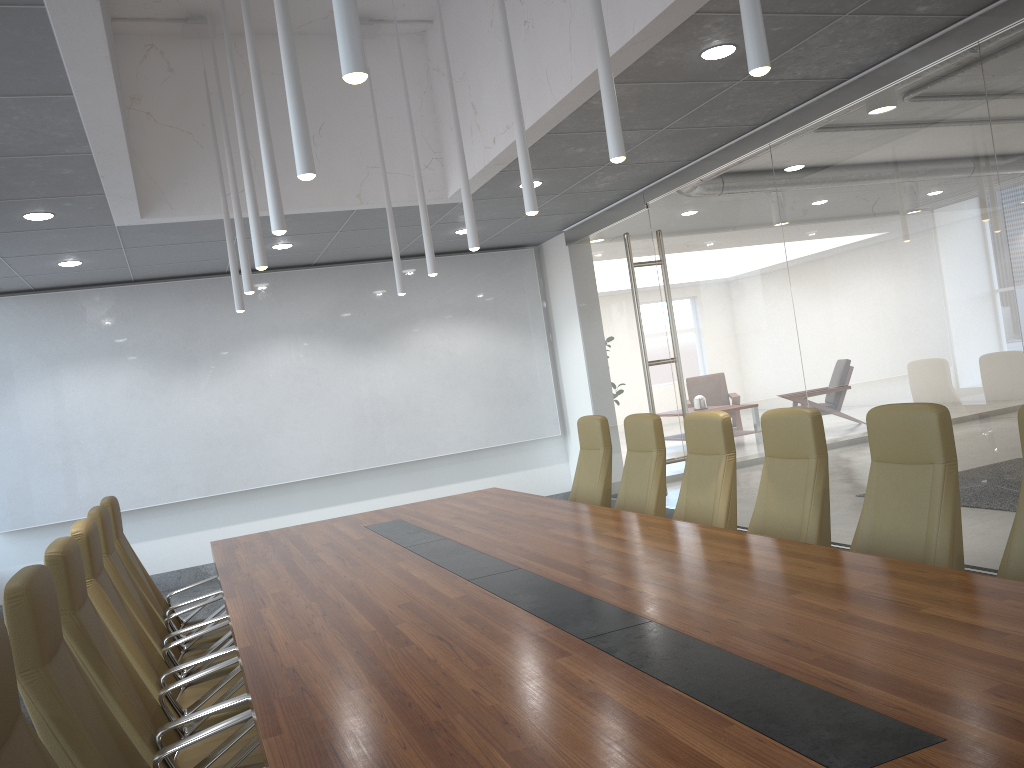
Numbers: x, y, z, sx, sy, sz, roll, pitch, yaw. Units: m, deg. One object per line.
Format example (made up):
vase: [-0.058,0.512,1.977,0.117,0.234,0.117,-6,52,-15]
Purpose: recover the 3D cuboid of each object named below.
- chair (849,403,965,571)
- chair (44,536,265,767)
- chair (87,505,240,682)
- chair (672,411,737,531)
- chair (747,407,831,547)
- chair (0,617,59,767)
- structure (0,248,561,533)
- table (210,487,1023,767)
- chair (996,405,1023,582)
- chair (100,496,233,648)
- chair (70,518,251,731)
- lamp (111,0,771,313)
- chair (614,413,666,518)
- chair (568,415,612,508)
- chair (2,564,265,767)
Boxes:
chair: [1.437,0.841,3.774,0.955,1.406,0.711,-8,0,-21]
chair: [-1.254,1.240,3.608,0.955,1.406,0.711,-8,0,-21]
chair: [-1.809,1.319,5.096,0.955,1.406,0.711,-8,0,-21]
chair: [0.880,0.920,5.266,0.955,1.406,0.711,-8,0,-21]
chair: [1.157,0.881,4.522,0.955,1.406,0.711,-8,0,-21]
chair: [-0.690,1.159,2.099,0.955,1.406,0.711,-8,0,-21]
structure: [-0.222,-0.436,4.076,6.600,2.466,13.989,-8,0,-21]
table: [-0.013,1.313,4.056,2.300,0.895,6.500,-8,0,-21]
chair: [1.715,0.801,3.029,0.955,1.406,0.711,-8,0,-21]
chair: [-2.087,1.359,5.842,0.955,1.406,0.711,-8,0,-21]
chair: [-1.538,1.280,4.370,0.955,1.406,0.711,-8,0,-21]
lamp: [-0.506,-2.012,4.049,2.619,2.378,7.258,-8,0,-21]
chair: [0.597,0.961,6.023,0.955,1.406,0.711,-8,0,-21]
chair: [0.318,1.000,6.772,0.955,1.406,0.711,-8,0,-21]
chair: [-0.973,1.200,2.856,0.955,1.406,0.711,-8,0,-21]
